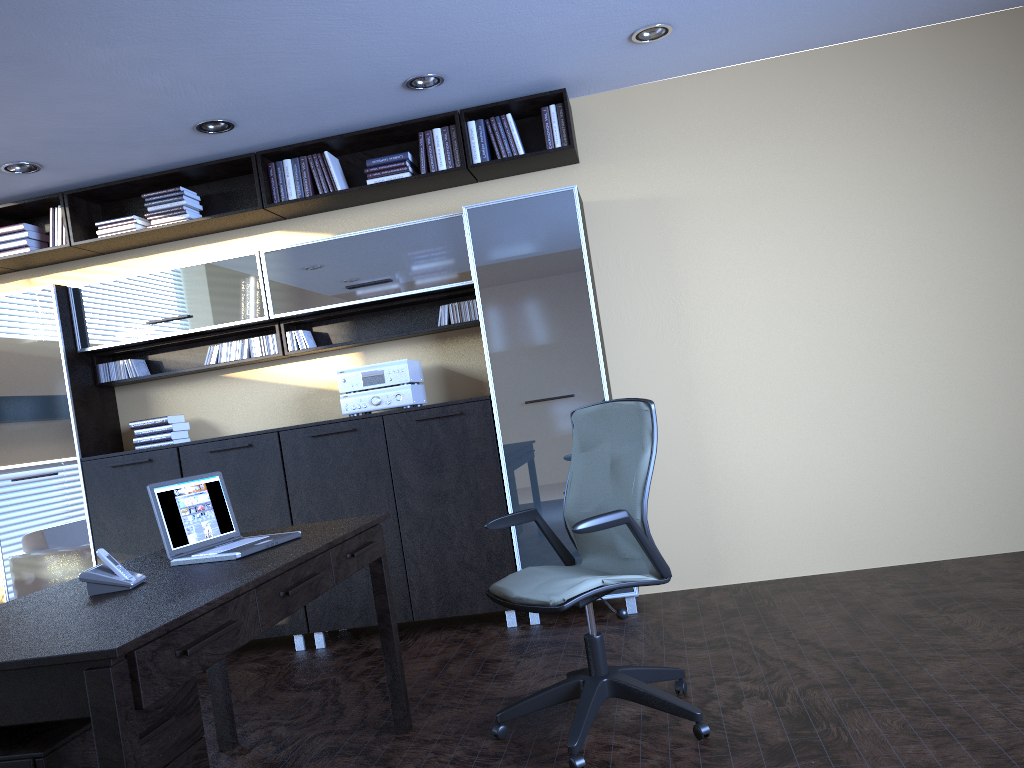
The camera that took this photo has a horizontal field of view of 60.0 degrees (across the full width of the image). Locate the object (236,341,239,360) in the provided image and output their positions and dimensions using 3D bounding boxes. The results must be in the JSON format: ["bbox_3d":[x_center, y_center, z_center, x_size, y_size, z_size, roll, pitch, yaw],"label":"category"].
[{"bbox_3d":[-1.696,-0.209,5.581,0.036,0.116,0.140,-9,-1,9],"label":"object"}]

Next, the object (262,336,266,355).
[{"bbox_3d":[-1.522,-0.236,5.562,0.009,0.120,0.142,-9,-1,9],"label":"object"}]

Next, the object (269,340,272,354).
[{"bbox_3d":[-1.482,-0.243,5.558,0.009,0.120,0.142,-9,-1,9],"label":"object"}]

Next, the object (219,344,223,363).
[{"bbox_3d":[-1.805,-0.193,5.599,0.040,0.118,0.142,-9,-1,9],"label":"object"}]

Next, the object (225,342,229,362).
[{"bbox_3d":[-1.766,-0.199,5.592,0.040,0.118,0.142,-9,-1,9],"label":"object"}]

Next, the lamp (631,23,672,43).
[{"bbox_3d":[0.707,-1.832,4.524,0.209,0.096,0.208,-9,-1,27],"label":"lamp"}]

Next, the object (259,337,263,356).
[{"bbox_3d":[-1.542,-0.233,5.561,0.009,0.120,0.142,-9,-1,9],"label":"object"}]

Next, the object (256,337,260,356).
[{"bbox_3d":[-1.563,-0.230,5.557,0.009,0.120,0.142,-9,-1,9],"label":"object"}]

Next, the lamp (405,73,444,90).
[{"bbox_3d":[-0.470,-1.649,4.713,0.209,0.096,0.208,-9,-1,3],"label":"lamp"}]

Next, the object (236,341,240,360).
[{"bbox_3d":[-1.696,-0.209,5.585,0.040,0.118,0.142,-9,-1,9],"label":"object"}]

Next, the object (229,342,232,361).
[{"bbox_3d":[-1.745,-0.202,5.592,0.040,0.118,0.142,-9,-1,9],"label":"object"}]

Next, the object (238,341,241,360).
[{"bbox_3d":[-1.686,-0.211,5.588,0.040,0.118,0.142,-9,-1,9],"label":"object"}]

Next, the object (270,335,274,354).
[{"bbox_3d":[-1.474,-0.244,5.546,0.009,0.120,0.142,-9,-1,9],"label":"object"}]

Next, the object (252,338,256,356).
[{"bbox_3d":[-1.591,-0.226,5.569,0.009,0.120,0.142,-9,-1,9],"label":"object"}]

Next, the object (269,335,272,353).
[{"bbox_3d":[-1.482,-0.243,5.553,0.006,0.118,0.140,-9,-1,9],"label":"object"}]

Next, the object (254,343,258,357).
[{"bbox_3d":[-1.581,-0.227,5.572,0.009,0.120,0.142,-9,-1,9],"label":"object"}]

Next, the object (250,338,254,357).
[{"bbox_3d":[-1.602,-0.224,5.566,0.009,0.120,0.142,-9,-1,9],"label":"object"}]

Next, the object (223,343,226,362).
[{"bbox_3d":[-1.785,-0.196,5.597,0.036,0.116,0.140,-9,-1,9],"label":"object"}]

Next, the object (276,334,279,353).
[{"bbox_3d":[-1.435,-0.250,5.539,0.009,0.120,0.142,-9,-1,8],"label":"object"}]

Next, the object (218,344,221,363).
[{"bbox_3d":[-1.815,-0.191,5.601,0.040,0.118,0.142,-9,-1,8],"label":"object"}]

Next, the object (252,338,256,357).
[{"bbox_3d":[-1.591,-0.226,5.566,0.006,0.118,0.140,-9,-1,9],"label":"object"}]

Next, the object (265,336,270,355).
[{"bbox_3d":[-1.503,-0.239,5.552,0.009,0.120,0.142,-9,-1,9],"label":"object"}]

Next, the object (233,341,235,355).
[{"bbox_3d":[-1.725,-0.205,5.591,0.040,0.118,0.142,-9,-1,9],"label":"object"}]

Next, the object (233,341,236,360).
[{"bbox_3d":[-1.716,-0.206,5.586,0.036,0.116,0.140,-9,-1,9],"label":"object"}]

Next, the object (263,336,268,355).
[{"bbox_3d":[-1.513,-0.238,5.551,0.009,0.120,0.142,-9,-1,9],"label":"object"}]

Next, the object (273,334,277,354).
[{"bbox_3d":[-1.453,-0.247,5.547,0.009,0.120,0.142,-9,-1,9],"label":"object"}]

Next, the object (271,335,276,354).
[{"bbox_3d":[-1.464,-0.246,5.545,0.009,0.120,0.142,-9,-1,9],"label":"object"}]

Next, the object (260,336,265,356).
[{"bbox_3d":[-1.533,-0.235,5.553,0.009,0.120,0.142,-9,-1,9],"label":"object"}]

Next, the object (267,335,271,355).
[{"bbox_3d":[-1.493,-0.241,5.555,0.009,0.120,0.142,-9,-1,9],"label":"object"}]

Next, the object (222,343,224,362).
[{"bbox_3d":[-1.794,-0.194,5.601,0.036,0.116,0.140,-9,-1,9],"label":"object"}]

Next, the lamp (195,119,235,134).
[{"bbox_3d":[-1.648,-1.467,4.901,0.209,0.096,0.208,-9,-1,3],"label":"lamp"}]

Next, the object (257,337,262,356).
[{"bbox_3d":[-1.552,-0.232,5.559,0.009,0.120,0.142,-9,-1,9],"label":"object"}]

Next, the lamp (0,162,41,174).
[{"bbox_3d":[-2.826,-1.284,5.090,0.209,0.096,0.208,-9,-1,27],"label":"lamp"}]

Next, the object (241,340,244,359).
[{"bbox_3d":[-1.666,-0.214,5.582,0.040,0.118,0.142,-9,-1,8],"label":"object"}]

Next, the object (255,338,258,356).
[{"bbox_3d":[-1.572,-0.229,5.563,0.006,0.118,0.140,-9,-1,9],"label":"object"}]

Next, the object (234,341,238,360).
[{"bbox_3d":[-1.707,-0.208,5.581,0.040,0.118,0.142,-9,-1,9],"label":"object"}]

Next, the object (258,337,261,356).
[{"bbox_3d":[-1.552,-0.232,5.556,0.006,0.118,0.140,-9,-1,9],"label":"object"}]

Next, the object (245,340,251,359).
[{"bbox_3d":[-1.637,-0.219,5.574,0.040,0.118,0.142,-9,-1,9],"label":"object"}]

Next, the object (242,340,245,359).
[{"bbox_3d":[-1.657,-0.215,5.579,0.040,0.118,0.142,-9,-1,9],"label":"object"}]

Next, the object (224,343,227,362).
[{"bbox_3d":[-1.774,-0.197,5.598,0.036,0.116,0.140,-9,-1,9],"label":"object"}]

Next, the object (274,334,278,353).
[{"bbox_3d":[-1.445,-0.249,5.538,0.009,0.120,0.142,-9,-1,9],"label":"object"}]

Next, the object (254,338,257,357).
[{"bbox_3d":[-1.581,-0.227,5.569,0.006,0.118,0.140,-9,-1,9],"label":"object"}]

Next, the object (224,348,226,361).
[{"bbox_3d":[-1.774,-0.197,5.600,0.040,0.118,0.142,-9,-1,9],"label":"object"}]

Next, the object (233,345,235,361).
[{"bbox_3d":[-1.716,-0.206,5.588,0.040,0.118,0.142,-9,-1,9],"label":"object"}]

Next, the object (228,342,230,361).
[{"bbox_3d":[-1.754,-0.200,5.595,0.036,0.116,0.140,-9,-1,9],"label":"object"}]

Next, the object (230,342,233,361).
[{"bbox_3d":[-1.735,-0.203,5.593,0.040,0.118,0.142,-9,-1,9],"label":"object"}]

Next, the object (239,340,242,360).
[{"bbox_3d":[-1.677,-0.212,5.579,0.040,0.118,0.142,-9,-1,9],"label":"object"}]

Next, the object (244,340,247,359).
[{"bbox_3d":[-1.647,-0.217,5.573,0.036,0.116,0.140,-9,-1,9],"label":"object"}]

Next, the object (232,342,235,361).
[{"bbox_3d":[-1.726,-0.205,5.585,0.036,0.116,0.140,-9,-1,8],"label":"object"}]

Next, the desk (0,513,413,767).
[{"bbox_3d":[-1.017,1.040,2.796,0.914,0.890,1.894,-9,-1,9],"label":"desk"}]
